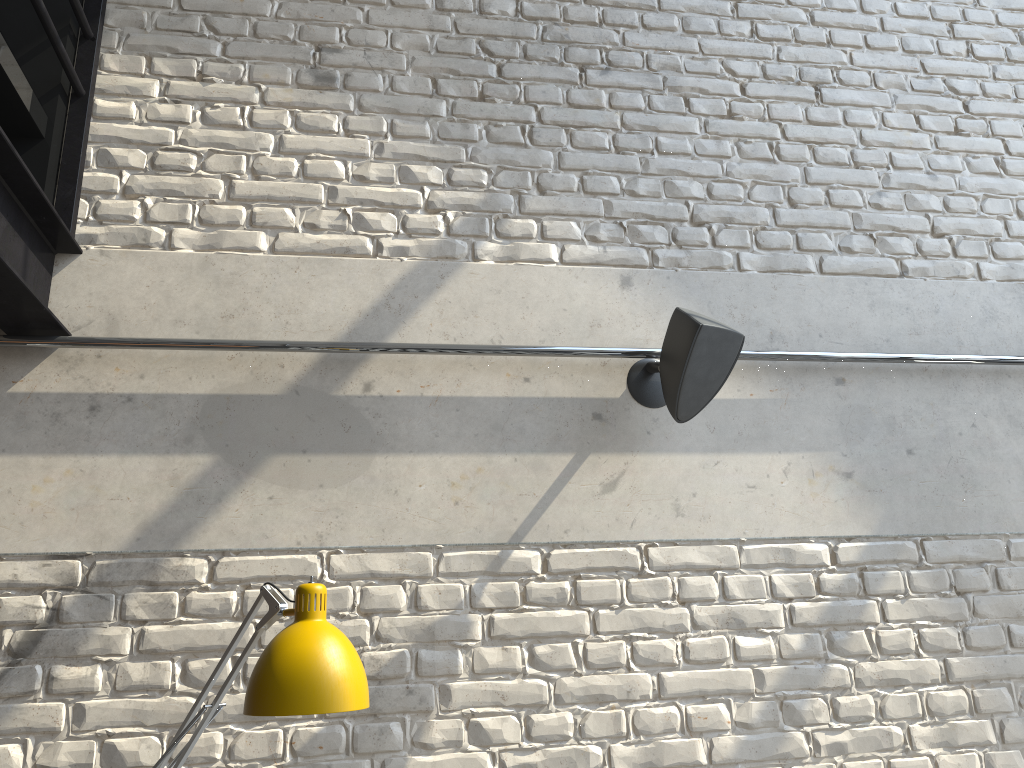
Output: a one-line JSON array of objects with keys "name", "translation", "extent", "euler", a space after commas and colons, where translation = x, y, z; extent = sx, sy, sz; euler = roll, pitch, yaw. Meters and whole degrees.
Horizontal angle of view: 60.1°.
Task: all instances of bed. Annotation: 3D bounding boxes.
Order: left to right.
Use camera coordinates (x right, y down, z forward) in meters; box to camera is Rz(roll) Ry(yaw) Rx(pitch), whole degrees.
[{"name": "bed", "translation": [-3.168, -1.173, 0.781], "extent": [4.478, 0.858, 2.646], "euler": [1, -16, -11]}]

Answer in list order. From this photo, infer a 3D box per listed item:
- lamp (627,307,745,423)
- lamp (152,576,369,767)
[{"name": "lamp", "translation": [0.449, -0.046, 2.343], "extent": [0.177, 0.312, 0.352], "euler": [8, -20, -28]}, {"name": "lamp", "translation": [0.074, 1.147, 1.438], "extent": [1.571, 1.650, 0.618], "euler": [-3, -18, 2]}]
